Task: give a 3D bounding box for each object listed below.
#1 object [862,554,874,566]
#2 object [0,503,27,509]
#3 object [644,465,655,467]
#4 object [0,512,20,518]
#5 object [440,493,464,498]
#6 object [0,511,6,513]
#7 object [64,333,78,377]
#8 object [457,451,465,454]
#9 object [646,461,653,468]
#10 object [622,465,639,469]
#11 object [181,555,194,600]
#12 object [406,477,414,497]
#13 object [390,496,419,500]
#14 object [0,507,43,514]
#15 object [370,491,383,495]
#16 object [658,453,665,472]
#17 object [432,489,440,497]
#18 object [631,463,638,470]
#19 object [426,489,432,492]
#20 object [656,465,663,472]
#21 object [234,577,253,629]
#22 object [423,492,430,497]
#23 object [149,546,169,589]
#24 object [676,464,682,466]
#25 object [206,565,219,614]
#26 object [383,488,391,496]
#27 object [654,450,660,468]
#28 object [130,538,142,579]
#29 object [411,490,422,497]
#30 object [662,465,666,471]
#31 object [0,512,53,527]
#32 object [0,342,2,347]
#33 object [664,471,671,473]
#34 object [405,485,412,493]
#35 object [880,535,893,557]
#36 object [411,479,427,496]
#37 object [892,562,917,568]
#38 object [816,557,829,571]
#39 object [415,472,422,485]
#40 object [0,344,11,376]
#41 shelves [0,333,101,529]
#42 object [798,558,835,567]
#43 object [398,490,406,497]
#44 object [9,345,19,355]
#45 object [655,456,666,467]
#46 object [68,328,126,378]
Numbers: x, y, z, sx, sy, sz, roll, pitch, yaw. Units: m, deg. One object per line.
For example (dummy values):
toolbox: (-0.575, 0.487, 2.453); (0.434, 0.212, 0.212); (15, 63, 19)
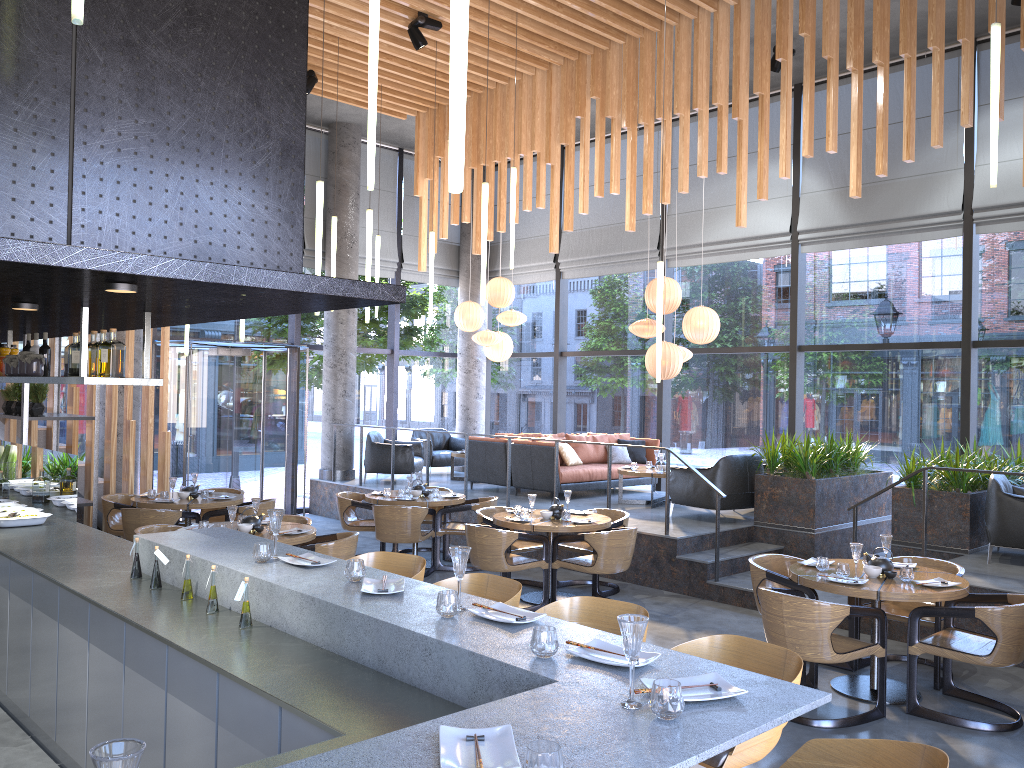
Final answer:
object: (2.454, 1.216, 6.094); (0.086, 0.086, 0.086); (1, -1, 29)
object: (-3.798, 0.930, 6.527); (0.402, 0.073, 0.268); (2, -1, -43)
object: (1.878, 1.076, 11.609); (0.294, 0.025, 0.170); (1, -1, -8)
object: (-3.442, 0.894, 5.997); (0.048, 0.026, 0.252); (1, -1, 23)
object: (-0.668, 1.217, 9.624); (0.170, 0.025, 0.294); (1, -1, 27)
object: (-3.605, 0.902, 6.194); (0.053, 0.028, 0.252); (1, -1, -2)
object: (-2.665, -0.175, 5.413); (0.105, 0.274, 0.105); (2, -1, -44)
object: (-0.723, 1.041, 13.483); (0.170, 0.025, 0.294); (1, -1, -18)
object: (1.771, 1.041, 11.452); (0.086, 0.086, 0.086); (1, -1, -6)
object: (1.488, 1.065, 11.314); (0.170, 0.025, 0.294); (1, -1, 27)
object: (-1.492, 0.888, 4.080); (0.057, 0.203, 0.038); (1, -1, -18)
object: (-1.090, 1.105, 9.470); (0.082, 0.227, 0.082); (1, -1, -23)
object: (-1.142, 1.204, 9.329); (0.294, 0.025, 0.170); (1, -1, 5)
object: (-3.574, 0.935, 6.329); (0.402, 0.069, 0.268); (2, -1, -43)
object: (-1.463, 1.202, 9.748); (0.170, 0.025, 0.294); (1, -1, 5)
object: (1.842, 0.967, 10.927); (0.082, 0.227, 0.082); (1, -1, -1)
object: (-0.830, 1.183, 9.636); (0.086, 0.086, 0.086); (2, -1, -35)
object: (1.534, 1.033, 11.131); (0.086, 0.086, 0.086); (2, -1, -39)
object: (-1.052, 1.214, 10.111); (0.294, 0.025, 0.170); (1, -1, -8)
object: (1.801, 1.036, 10.850); (0.086, 0.086, 0.086); (2, -1, -39)
object: (-1.096, 0.891, 3.617); (0.076, 0.203, 0.042); (1, -1, -10)
object: (-0.933, 1.204, 9.658); (0.080, 0.042, 0.080); (1, -1, 32)
object: (-1.695, 0.886, 4.283); (0.096, 0.203, 0.048); (1, -1, 1)
object: (2.100, 1.045, 11.134); (0.086, 0.086, 0.086); (2, -1, -39)
object: (-1.301, 0.889, 3.838); (0.029, 0.203, 0.077); (1, -1, 37)
object: (-1.351, 1.172, 9.596); (0.086, 0.086, 0.086); (1, -1, -12)
object: (1.875, 0.973, 11.476); (0.082, 0.227, 0.082); (1, -1, 28)
object: (-1.913, 0.883, 4.483); (0.040, 0.203, 0.100); (1, -1, 18)
object: (-1.035, 1.190, 9.616); (0.116, 0.065, 0.116); (1, -1, 14)
object: (1.895, 1.051, 11.113); (0.116, 0.065, 0.116); (1, -1, -14)
object: (-3.390, 0.934, 6.106); (0.402, 0.074, 0.268); (2, -1, -43)
object: (-3.768, -0.238, 6.484); (0.105, 0.380, 0.105); (1, -1, -13)
object: (1.951, 1.070, 10.826); (0.170, 0.025, 0.294); (1, -1, 27)
object: (-1.159, 1.179, 9.955); (0.086, 0.086, 0.086); (1, -1, -6)
object: (2.551, 1.146, 6.048); (0.082, 0.227, 0.082); (1, -1, -23)
object: (-1.028, 1.134, 9.765); (0.163, 0.179, 0.168); (1, -1, 12)
object: (2.636, 1.251, 6.148); (0.294, 0.025, 0.170); (1, -1, 31)
object: (2.079, 1.206, 5.937); (0.086, 0.086, 0.086); (1, -1, -18)
object: (-1.054, 1.111, 9.979); (0.082, 0.227, 0.082); (1, -1, 28)
object: (-3.740, -0.171, 6.396); (0.235, 0.246, 0.096); (1, -1, -23)
shelves: (-6.140, -1.005, 6.654); (5.494, 5.690, 1.247); (2, -1, -33)
object: (2.088, 1.239, 6.124); (0.170, 0.025, 0.294); (1, -1, 44)
object: (-1.177, 1.174, 9.477); (0.086, 0.086, 0.086); (1, -1, 33)
object: (-3.697, -0.168, 6.574); (0.096, 0.246, 0.096); (1, -1, 2)
object: (1.901, 0.996, 11.262); (0.163, 0.179, 0.168); (1, -1, 12)
object: (-2.396, -0.173, 5.114); (0.630, 0.274, 0.139); (1, -1, 45)
